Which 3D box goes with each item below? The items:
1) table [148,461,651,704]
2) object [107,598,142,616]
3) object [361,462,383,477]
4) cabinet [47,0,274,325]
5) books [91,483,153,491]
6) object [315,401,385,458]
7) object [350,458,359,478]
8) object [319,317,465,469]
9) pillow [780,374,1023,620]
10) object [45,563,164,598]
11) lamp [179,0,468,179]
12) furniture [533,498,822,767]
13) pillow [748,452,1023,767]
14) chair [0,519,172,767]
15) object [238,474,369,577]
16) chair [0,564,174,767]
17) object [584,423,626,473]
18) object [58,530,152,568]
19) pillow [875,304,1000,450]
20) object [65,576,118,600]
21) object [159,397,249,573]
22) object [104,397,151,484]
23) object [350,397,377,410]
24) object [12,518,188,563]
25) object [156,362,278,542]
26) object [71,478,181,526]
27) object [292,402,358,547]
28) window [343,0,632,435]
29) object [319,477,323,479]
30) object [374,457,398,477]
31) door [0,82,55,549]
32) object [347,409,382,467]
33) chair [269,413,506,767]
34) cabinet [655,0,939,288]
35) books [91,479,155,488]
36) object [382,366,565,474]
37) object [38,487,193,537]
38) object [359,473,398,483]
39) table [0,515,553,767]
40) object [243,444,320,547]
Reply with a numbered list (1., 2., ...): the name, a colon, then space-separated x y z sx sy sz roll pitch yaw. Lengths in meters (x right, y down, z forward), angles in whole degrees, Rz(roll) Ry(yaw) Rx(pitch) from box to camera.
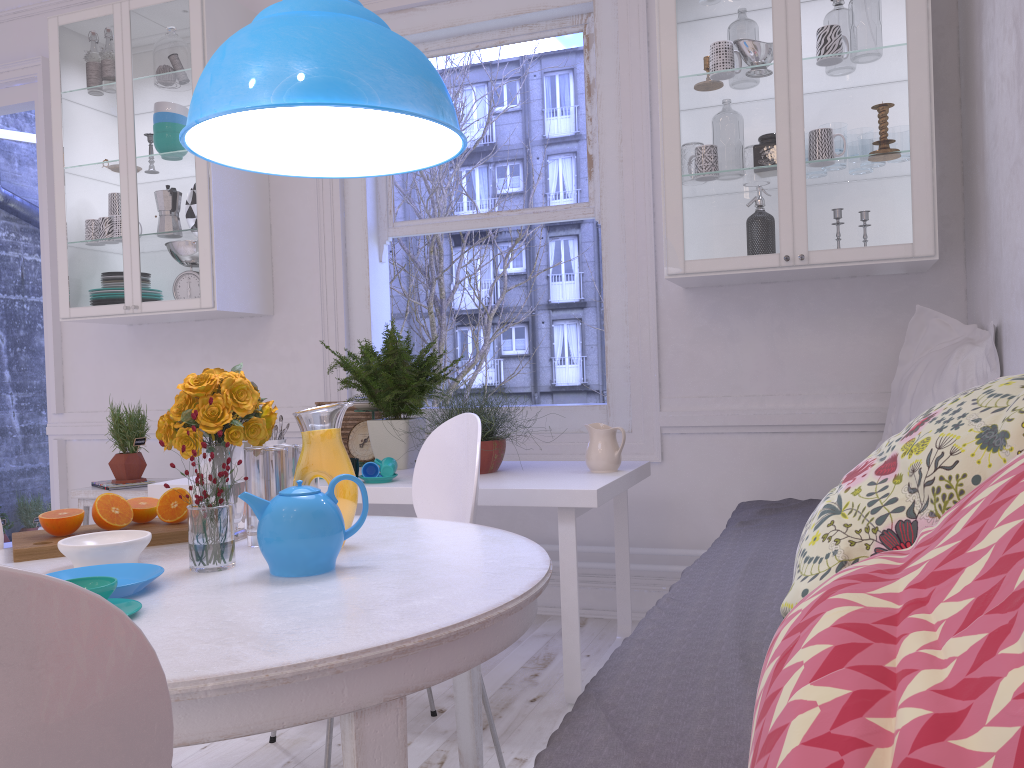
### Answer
1. table: -0.346 0.607 2.991 1.514 0.619 0.736 -2 1 20
2. object: -0.572 0.309 1.182 0.147 0.011 0.147 -2 1 23
3. object: -0.429 0.266 2.740 0.069 0.058 0.080 -2 1 -7
4. cabinet: -1.532 -0.942 3.849 0.823 1.311 0.425 -2 1 20
5. books: -1.602 0.414 3.653 0.180 0.011 0.246 -3 1 -40
6. object: -0.629 0.185 3.452 0.294 0.237 0.028 -2 1 20
7. object: -0.499 0.267 2.702 0.070 0.077 0.055 -3 1 -44
8. object: -0.428 0.035 3.138 0.438 0.527 0.368 -2 1 20
9. pillow: 0.683 0.209 1.374 0.509 0.447 0.592 -2 1 25
10. object: -0.629 0.303 1.338 0.196 0.023 0.196 -2 1 7
11. lamp: -0.409 -1.453 1.795 0.568 1.948 0.568 -2 1 -36
12. furniture: 0.546 0.648 1.400 0.769 0.508 3.296 -2 1 20
13. pillow: 0.447 0.229 0.732 0.491 0.424 0.587 -2 1 23
14. chair: -0.949 0.532 1.531 0.483 0.845 0.604 -2 1 20
15. object: -0.335 0.227 1.445 0.156 0.151 0.150 -2 1 24
16. chair: -0.527 0.526 0.701 0.604 0.845 0.483 -2 1 -35
17. object: 0.294 0.201 2.810 0.127 0.152 0.115 -2 1 2
18. object: -0.697 0.289 1.522 0.147 0.052 0.147 -2 1 -27
19. pillow: 1.272 0.069 2.680 0.374 0.642 0.677 -2 1 -10
20. object: -0.573 0.288 1.182 0.088 0.043 0.088 -2 1 27
21. object: -0.503 0.165 1.475 0.128 0.287 0.128 -2 1 22
22. object: -1.563 0.216 3.623 0.186 0.367 0.196 -2 1 -25
23. object: -0.523 0.071 3.308 0.163 0.047 0.164 -2 1 -21
24. object: -0.802 0.304 1.776 0.347 0.024 0.224 -2 1 -30
25. object: -0.577 0.133 1.743 0.234 0.351 0.235 -2 1 -15
26. object: -1.551 0.686 3.607 0.418 0.534 0.599 -2 1 20
27. object: -0.346 0.168 1.624 0.116 0.267 0.094 -3 1 -43
28. window: -0.109 -0.687 3.698 1.234 1.782 0.181 -2 1 20
29. object: -0.604 0.279 2.923 0.121 0.055 0.121 -2 1 -29
30. object: -0.391 0.258 2.739 0.069 0.059 0.082 -2 1 -2
31. door: -2.558 -0.266 5.058 1.009 2.474 1.021 -2 1 20
32. object: -0.518 0.197 3.298 0.159 0.208 0.185 -2 1 20
33. chair: -0.307 0.503 2.140 0.483 0.845 0.604 -2 1 -24
34. cabinet: 0.928 -1.020 2.953 0.823 1.311 0.425 -2 1 20
35. books: -1.602 0.405 3.653 0.180 0.007 0.246 -3 1 -40
36. object: -0.122 0.124 2.927 0.668 0.367 0.531 -1 1 45
37. object: -0.803 0.255 1.802 0.285 0.075 0.129 -2 1 -34
38. object: -0.413 0.291 2.738 0.121 0.021 0.121 -2 1 -29
39. table: -0.492 0.623 1.469 1.140 0.629 1.140 -3 1 -41
40. object: -0.435 0.211 1.684 0.122 0.186 0.101 -3 1 -40
